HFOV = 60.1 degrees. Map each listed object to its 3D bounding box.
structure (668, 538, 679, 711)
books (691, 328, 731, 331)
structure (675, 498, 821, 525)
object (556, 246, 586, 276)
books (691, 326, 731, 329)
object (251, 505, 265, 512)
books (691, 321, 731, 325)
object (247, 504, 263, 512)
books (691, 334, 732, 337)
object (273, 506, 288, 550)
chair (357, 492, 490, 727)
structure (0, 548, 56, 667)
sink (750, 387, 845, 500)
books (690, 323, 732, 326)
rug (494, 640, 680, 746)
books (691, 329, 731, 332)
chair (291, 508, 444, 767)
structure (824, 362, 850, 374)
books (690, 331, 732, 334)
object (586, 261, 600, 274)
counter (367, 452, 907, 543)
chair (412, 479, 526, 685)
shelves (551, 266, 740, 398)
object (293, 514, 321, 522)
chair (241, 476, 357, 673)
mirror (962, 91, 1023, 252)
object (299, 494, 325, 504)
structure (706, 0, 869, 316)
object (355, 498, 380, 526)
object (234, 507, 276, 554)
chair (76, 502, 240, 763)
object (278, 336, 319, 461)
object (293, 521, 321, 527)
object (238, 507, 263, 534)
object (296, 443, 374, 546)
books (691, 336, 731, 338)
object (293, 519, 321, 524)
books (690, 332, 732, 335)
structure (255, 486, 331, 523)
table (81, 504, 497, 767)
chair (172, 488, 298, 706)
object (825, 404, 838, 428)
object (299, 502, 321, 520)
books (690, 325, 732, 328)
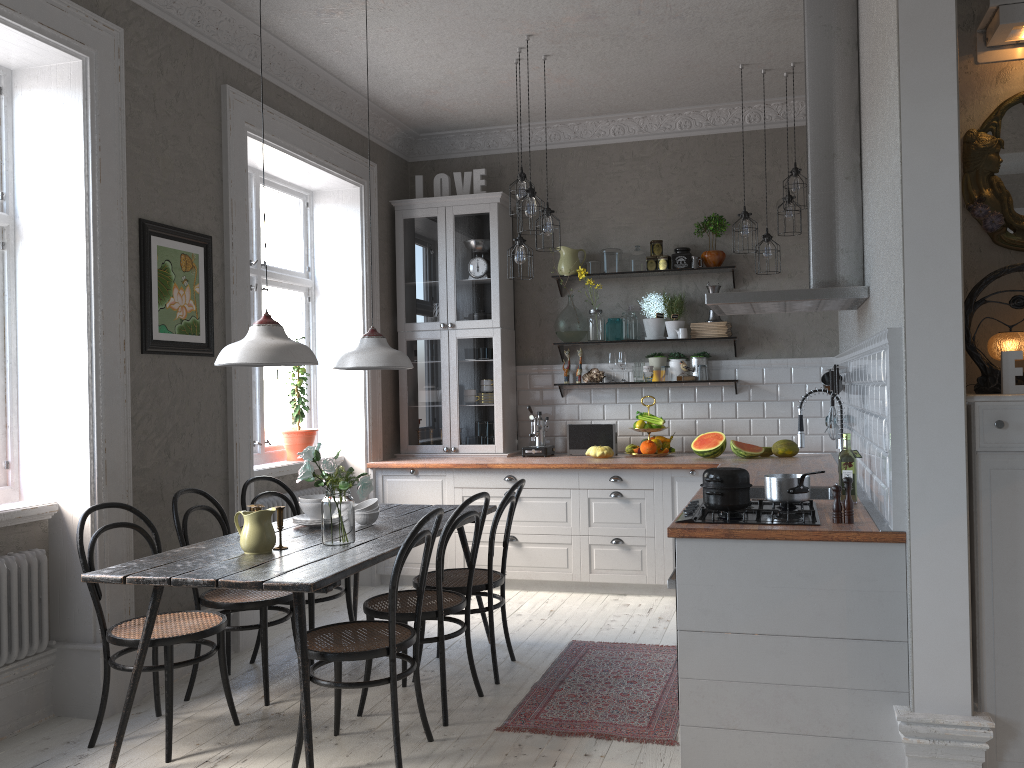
[{"bbox_3d":[0.935,0.836,3.359,0.611,0.623,0.629,-1,0,16],"label":"structure"},{"bbox_3d":[1.409,-0.384,6.270,0.258,0.011,0.160,-1,0,19],"label":"books"},{"bbox_3d":[0.904,0.472,3.371,0.491,0.031,0.612,-1,0,16],"label":"structure"},{"bbox_3d":[0.426,-0.893,6.472,0.187,0.216,0.176,-1,0,30],"label":"object"},{"bbox_3d":[1.409,-0.394,6.270,0.257,0.011,0.160,-1,0,22],"label":"books"},{"bbox_3d":[-1.028,0.571,3.586,0.061,0.172,0.063,-1,0,38],"label":"object"},{"bbox_3d":[1.408,-0.427,6.270,0.257,0.011,0.160,-1,0,22],"label":"books"},{"bbox_3d":[-1.064,0.573,3.672,0.096,0.172,0.096,-1,0,-3],"label":"object"},{"bbox_3d":[1.410,-0.340,6.270,0.257,0.011,0.160,-1,0,22],"label":"books"},{"bbox_3d":[-0.921,0.571,3.520,0.058,0.167,0.060,-1,0,30],"label":"object"},{"bbox_3d":[-0.365,0.917,3.771,0.541,0.920,0.444,-1,0,24],"label":"chair"},{"bbox_3d":[-2.121,0.890,3.106,0.147,0.428,1.235,-1,0,15],"label":"structure"},{"bbox_3d":[1.232,0.377,3.959,0.522,0.720,0.491,-1,0,16],"label":"sink"},{"bbox_3d":[1.409,-0.416,6.270,0.257,0.016,0.160,-1,0,25],"label":"books"},{"bbox_3d":[0.467,1.351,4.000,0.728,0.014,1.303,-1,0,17],"label":"rug"},{"bbox_3d":[1.409,-0.373,6.270,0.257,0.011,0.160,-1,0,22],"label":"books"},{"bbox_3d":[-0.521,0.918,3.254,0.544,0.920,0.442,-1,0,13],"label":"chair"},{"bbox_3d":[1.871,-0.088,5.106,0.093,0.053,1.098,-1,0,17],"label":"structure"},{"bbox_3d":[1.410,-0.362,6.270,0.257,0.016,0.160,-1,0,25],"label":"books"},{"bbox_3d":[0.597,-0.843,6.487,0.102,0.111,0.104,-1,0,16],"label":"object"},{"bbox_3d":[0.274,0.527,4.901,3.127,0.039,3.428,-1,0,16],"label":"counter"},{"bbox_3d":[-0.202,0.916,4.234,0.544,0.920,0.442,-1,0,13],"label":"chair"},{"bbox_3d":[0.959,-0.341,6.386,1.302,0.923,0.231,-1,0,15],"label":"shelves"},{"bbox_3d":[-0.896,0.626,4.115,0.232,0.027,0.242,-1,0,39],"label":"object"},{"bbox_3d":[-1.080,0.936,4.513,0.539,0.920,0.446,-1,0,29],"label":"chair"},{"bbox_3d":[1.867,-0.762,3.103,0.527,0.593,0.072,-1,0,15],"label":"mirror"},{"bbox_3d":[-0.897,0.570,4.115,0.179,0.094,0.180,-1,0,7],"label":"object"},{"bbox_3d":[1.325,-1.172,4.350,0.705,1.595,0.720,-1,0,16],"label":"structure"},{"bbox_3d":[-0.677,0.593,4.100,0.122,0.119,0.130,-1,0,32],"label":"object"},{"bbox_3d":[-0.998,0.571,3.454,0.152,0.170,0.133,-1,0,-23],"label":"object"},{"bbox_3d":[-1.405,0.937,3.510,0.541,0.920,0.444,-1,0,24],"label":"chair"},{"bbox_3d":[-1.409,0.093,5.825,0.254,0.813,0.265,-1,0,44],"label":"object"},{"bbox_3d":[-0.895,0.644,4.115,0.233,0.027,0.242,-1,0,34],"label":"object"},{"bbox_3d":[-1.132,0.605,3.941,0.140,0.112,0.139,-1,0,-1],"label":"object"},{"bbox_3d":[-0.711,0.443,3.590,0.308,0.414,0.254,-1,0,14],"label":"object"},{"bbox_3d":[1.410,-0.329,6.270,0.258,0.011,0.160,-1,0,19],"label":"books"},{"bbox_3d":[-0.895,0.635,4.115,0.240,0.027,0.234,-1,0,-16],"label":"object"},{"bbox_3d":[1.410,-0.351,6.270,0.256,0.016,0.160,-1,0,28],"label":"books"},{"bbox_3d":[-1.363,0.887,5.554,0.147,0.428,1.235,-1,0,15],"label":"structure"},{"bbox_3d":[-0.785,1.020,3.901,0.895,0.735,1.941,-1,0,17],"label":"table"},{"bbox_3d":[-1.242,0.937,4.047,0.544,0.920,0.442,-1,0,13],"label":"chair"},{"bbox_3d":[2.012,0.091,5.583,0.076,0.379,0.083,-1,0,16],"label":"object"},{"bbox_3d":[-0.897,0.591,4.115,0.179,0.094,0.180,-1,0,7],"label":"object"},{"bbox_3d":[1.409,-0.405,6.270,0.256,0.016,0.160,-1,0,28],"label":"books"}]
